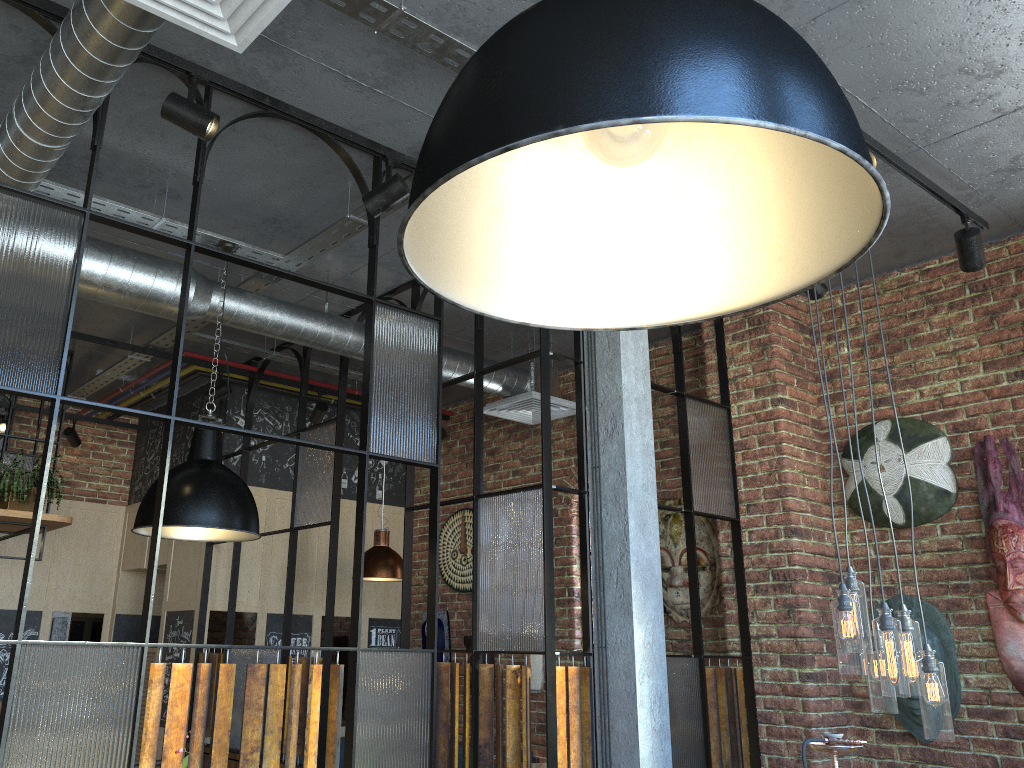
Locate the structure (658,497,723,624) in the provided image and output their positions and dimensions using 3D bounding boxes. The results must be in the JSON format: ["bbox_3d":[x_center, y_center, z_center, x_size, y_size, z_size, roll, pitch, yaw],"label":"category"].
[{"bbox_3d":[0.957,1.011,5.074,0.121,0.732,0.613,15,-23,-40],"label":"structure"}]

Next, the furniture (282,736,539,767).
[{"bbox_3d":[-0.863,2.748,5.602,1.421,0.828,1.502,15,-22,-39],"label":"furniture"}]

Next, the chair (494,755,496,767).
[{"bbox_3d":[0.137,2.327,4.311,0.533,0.922,0.393,-4,-18,13],"label":"chair"}]

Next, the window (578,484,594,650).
[{"bbox_3d":[1.232,-0.114,1.546,3.516,2.447,8.281,-3,-18,13],"label":"window"}]

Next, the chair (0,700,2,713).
[{"bbox_3d":[-3.019,2.228,4.685,0.415,1.204,0.428,13,-22,-35],"label":"chair"}]

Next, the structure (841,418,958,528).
[{"bbox_3d":[1.833,0.423,4.220,0.140,0.524,0.553,15,-23,-39],"label":"structure"}]

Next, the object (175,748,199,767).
[{"bbox_3d":[-0.831,1.212,2.365,0.206,0.430,0.139,2,-18,-6],"label":"object"}]

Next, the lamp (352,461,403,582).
[{"bbox_3d":[-0.867,0.641,5.967,0.384,1.344,0.350,-15,-23,39],"label":"lamp"}]

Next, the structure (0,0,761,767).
[{"bbox_3d":[-2.913,0.834,3.774,6.275,3.350,5.575,-10,-20,31],"label":"structure"}]

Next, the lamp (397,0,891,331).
[{"bbox_3d":[0.130,-0.785,1.206,0.512,1.336,0.542,7,-19,-23],"label":"lamp"}]

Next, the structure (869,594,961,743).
[{"bbox_3d":[1.807,1.277,3.977,0.099,0.644,0.382,14,-23,-38],"label":"structure"}]

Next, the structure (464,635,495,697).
[{"bbox_3d":[-0.228,2.088,6.118,0.152,0.660,0.271,15,-23,-39],"label":"structure"}]

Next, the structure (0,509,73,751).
[{"bbox_3d":[-4.181,1.837,5.190,2.229,2.189,1.811,15,-23,-39],"label":"structure"}]

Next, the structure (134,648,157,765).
[{"bbox_3d":[-3.889,1.896,4.704,1.311,1.002,4.802,-6,-18,21],"label":"structure"}]

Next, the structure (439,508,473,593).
[{"bbox_3d":[-0.357,1.237,6.575,0.075,0.623,0.690,16,-23,-41],"label":"structure"}]

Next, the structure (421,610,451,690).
[{"bbox_3d":[-0.591,1.986,6.597,0.109,0.563,0.337,15,-23,-39],"label":"structure"}]

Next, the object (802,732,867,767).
[{"bbox_3d":[0.949,1.392,2.547,0.176,0.709,0.247,-15,-23,38],"label":"object"}]

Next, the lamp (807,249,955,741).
[{"bbox_3d":[1.087,0.072,3.074,0.282,2.135,0.511,5,-19,-17],"label":"lamp"}]

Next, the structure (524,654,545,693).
[{"bbox_3d":[0.135,1.471,5.896,0.089,1.128,0.241,15,-23,-39],"label":"structure"}]

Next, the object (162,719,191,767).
[{"bbox_3d":[-1.303,1.511,3.388,0.211,0.434,0.140,7,-19,-20],"label":"object"}]

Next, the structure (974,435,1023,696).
[{"bbox_3d":[2.176,0.793,3.778,0.229,1.154,0.223,-2,-18,4],"label":"structure"}]

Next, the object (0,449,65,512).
[{"bbox_3d":[-3.025,0.628,5.531,0.628,0.372,0.477,-8,-19,26],"label":"object"}]

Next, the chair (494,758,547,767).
[{"bbox_3d":[0.115,2.077,3.614,0.557,1.013,0.429,-12,-21,34],"label":"chair"}]

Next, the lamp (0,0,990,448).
[{"bbox_3d":[-2.432,-0.526,4.073,6.887,0.276,6.519,15,-22,-39],"label":"lamp"}]

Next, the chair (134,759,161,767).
[{"bbox_3d":[-1.455,2.112,3.720,0.387,0.922,0.541,13,-22,-35],"label":"chair"}]

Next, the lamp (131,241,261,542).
[{"bbox_3d":[-1.320,-0.004,3.888,0.509,1.336,0.545,9,-20,-27],"label":"lamp"}]
